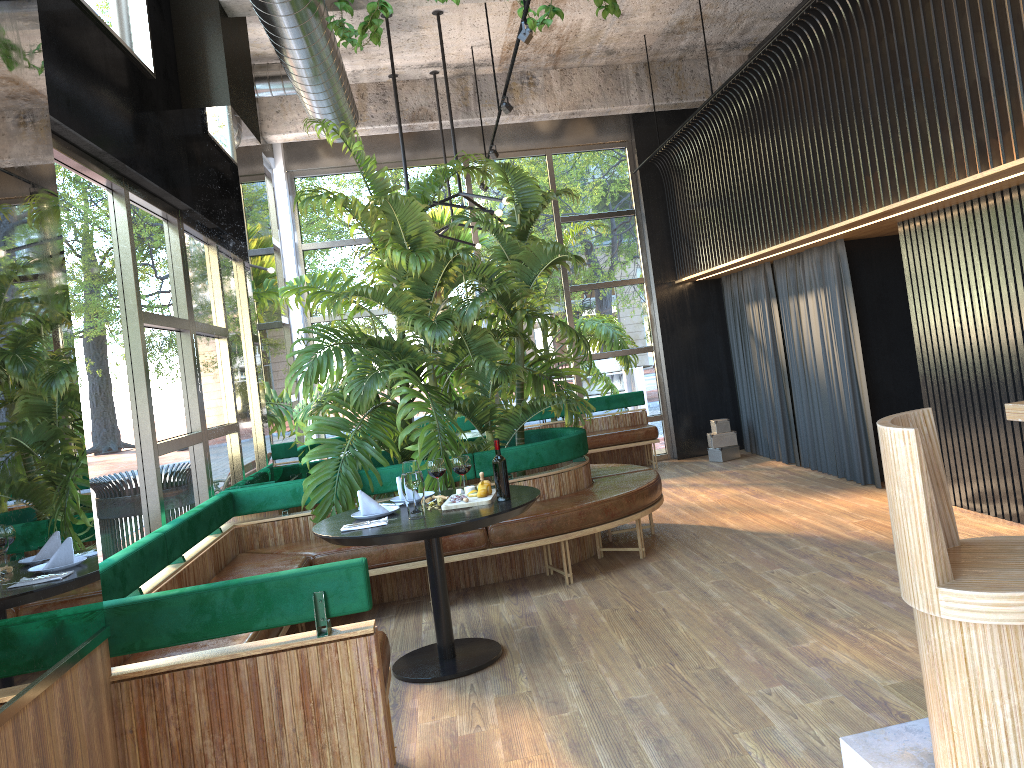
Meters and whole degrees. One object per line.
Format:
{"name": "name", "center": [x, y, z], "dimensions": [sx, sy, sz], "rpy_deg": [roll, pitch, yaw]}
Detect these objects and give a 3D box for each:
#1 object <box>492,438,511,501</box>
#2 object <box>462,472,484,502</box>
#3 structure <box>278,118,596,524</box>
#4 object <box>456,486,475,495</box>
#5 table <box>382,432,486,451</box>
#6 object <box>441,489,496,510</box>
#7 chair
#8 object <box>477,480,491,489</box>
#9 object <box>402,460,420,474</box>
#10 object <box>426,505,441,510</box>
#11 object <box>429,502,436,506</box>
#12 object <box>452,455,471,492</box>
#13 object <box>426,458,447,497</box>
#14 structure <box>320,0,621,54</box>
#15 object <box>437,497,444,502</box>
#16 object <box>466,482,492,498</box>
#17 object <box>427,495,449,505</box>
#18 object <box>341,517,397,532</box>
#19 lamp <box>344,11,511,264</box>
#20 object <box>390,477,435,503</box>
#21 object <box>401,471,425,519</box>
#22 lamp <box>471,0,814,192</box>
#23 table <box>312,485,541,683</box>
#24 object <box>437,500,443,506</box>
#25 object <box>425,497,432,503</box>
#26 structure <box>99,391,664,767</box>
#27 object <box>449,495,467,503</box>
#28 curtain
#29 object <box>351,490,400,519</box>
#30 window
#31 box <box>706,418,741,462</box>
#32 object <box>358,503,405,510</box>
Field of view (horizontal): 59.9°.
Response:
{"name": "object", "center": [-0.058, 0.413, 4.297], "dimensions": [0.067, 0.299, 0.069], "rpy_deg": [-8, -2, 9]}
{"name": "object", "center": [-0.186, 0.498, 4.311], "dimensions": [0.145, 0.124, 0.096], "rpy_deg": [-8, 0, -27]}
{"name": "structure", "center": [-0.563, -0.360, 6.715], "dimensions": [2.524, 3.438, 2.569], "rpy_deg": [-7, -1, -23]}
{"name": "object", "center": [-0.198, 0.537, 4.499], "dimensions": [0.194, 0.038, 0.063], "rpy_deg": [-7, 1, 25]}
{"name": "table", "center": [-0.698, 0.906, 8.217], "dimensions": [1.149, 0.751, 1.051], "rpy_deg": [-8, 1, -27]}
{"name": "object", "center": [-0.204, 0.570, 4.399], "dimensions": [0.239, 0.019, 0.354], "rpy_deg": [-7, 2, 3]}
{"name": "chair", "center": [1.330, 0.557, 2.380], "dimensions": [0.546, 0.970, 0.548], "rpy_deg": [-8, -1, 3]}
{"name": "object", "center": [-0.148, 0.530, 4.606], "dimensions": [0.059, 0.072, 0.205], "rpy_deg": [-7, 1, -15]}
{"name": "object", "center": [-0.478, 0.496, 4.285], "dimensions": [0.096, 0.245, 0.089], "rpy_deg": [-7, -2, -25]}
{"name": "object", "center": [-0.384, 0.600, 4.312], "dimensions": [0.063, 0.013, 0.145], "rpy_deg": [-8, 2, -11]}
{"name": "object", "center": [-0.397, 0.595, 4.412], "dimensions": [0.033, 0.019, 0.038], "rpy_deg": [-7, 1, 5]}
{"name": "object", "center": [-0.255, 0.478, 4.624], "dimensions": [0.106, 0.201, 0.099], "rpy_deg": [-7, -1, -18]}
{"name": "object", "center": [-0.388, 0.495, 4.642], "dimensions": [0.106, 0.201, 0.099], "rpy_deg": [-7, -1, -18]}
{"name": "structure", "center": [-0.112, -2.828, 5.489], "dimensions": [2.101, 1.517, 1.459], "rpy_deg": [-7, 0, 21]}
{"name": "object", "center": [-0.359, 0.583, 4.447], "dimensions": [0.033, 0.032, 0.037], "rpy_deg": [-8, 0, -9]}
{"name": "object", "center": [-0.162, 0.522, 4.404], "dimensions": [0.100, 0.064, 0.161], "rpy_deg": [-8, 1, -36]}
{"name": "object", "center": [-0.369, 0.584, 4.509], "dimensions": [0.098, 0.028, 0.128], "rpy_deg": [-7, 2, 8]}
{"name": "object", "center": [-0.656, 0.640, 4.089], "dimensions": [0.259, 0.019, 0.155], "rpy_deg": [-8, 2, -9]}
{"name": "lamp", "center": [1.490, -2.331, 0.736], "dimensions": [5.169, 1.824, 18.603], "rpy_deg": [-8, 2, -5]}
{"name": "object", "center": [-0.531, 0.549, 4.696], "dimensions": [0.242, 0.139, 0.223], "rpy_deg": [-8, 1, -24]}
{"name": "object", "center": [-0.454, 0.516, 4.120], "dimensions": [0.101, 0.209, 0.110], "rpy_deg": [-8, -1, 27]}
{"name": "lamp", "center": [0.105, -2.432, 4.777], "dimensions": [3.860, 1.532, 9.850], "rpy_deg": [-8, 2, -8]}
{"name": "table", "center": [-0.359, 0.981, 4.339], "dimensions": [1.157, 0.751, 1.043], "rpy_deg": [-8, 1, -39]}
{"name": "object", "center": [-0.352, 0.585, 4.358], "dimensions": [0.032, 0.031, 0.040], "rpy_deg": [-8, 0, 18]}
{"name": "object", "center": [-0.424, 0.593, 4.526], "dimensions": [0.024, 0.025, 0.047], "rpy_deg": [-8, 1, 12]}
{"name": "structure", "center": [1.660, 0.434, 0.368], "dimensions": [6.129, 1.550, 19.794], "rpy_deg": [-8, 2, -5]}
{"name": "object", "center": [-0.262, 0.562, 4.386], "dimensions": [0.103, 0.013, 0.219], "rpy_deg": [-8, 2, -1]}
{"name": "curtain", "center": [2.678, -0.222, 8.704], "dimensions": [0.123, 2.059, 3.222], "rpy_deg": [-7, 1, -5]}
{"name": "object", "center": [-0.674, 0.579, 4.346], "dimensions": [0.242, 0.139, 0.223], "rpy_deg": [-8, 1, -24]}
{"name": "window", "center": [0.238, -1.869, 0.245], "dimensions": [4.207, 6.496, 20.039], "rpy_deg": [-7, 1, -5]}
{"name": "box", "center": [2.312, 0.611, 9.762], "dimensions": [0.342, 0.442, 0.271], "rpy_deg": [-7, -1, -19]}
{"name": "object", "center": [-0.688, 0.629, 4.589], "dimensions": [0.242, 0.019, 0.166], "rpy_deg": [-6, 2, 43]}
